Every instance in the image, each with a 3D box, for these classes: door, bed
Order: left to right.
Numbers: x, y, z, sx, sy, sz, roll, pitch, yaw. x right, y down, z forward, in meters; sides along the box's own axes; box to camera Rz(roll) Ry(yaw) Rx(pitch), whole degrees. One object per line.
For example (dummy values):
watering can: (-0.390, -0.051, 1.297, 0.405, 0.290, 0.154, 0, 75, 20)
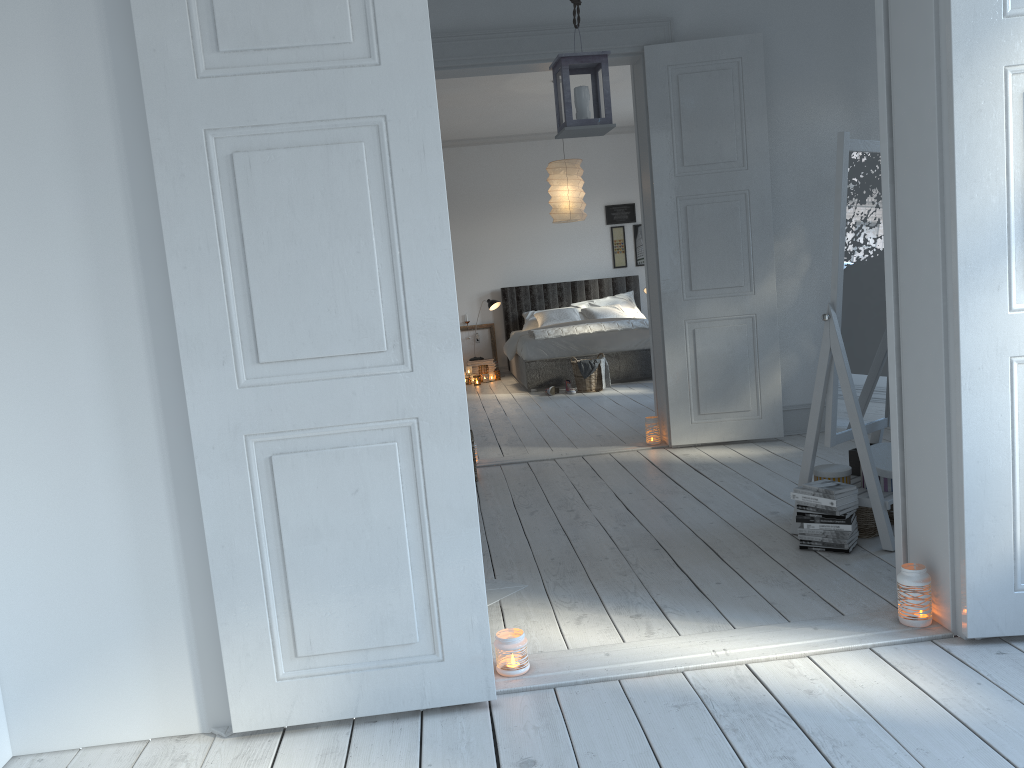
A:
door: (0.205, -0.799, 5.336, 2.598, 2.511, 0.576, -6, 7, -4)
bed: (0.841, -0.619, 9.784, 1.888, 1.049, 2.172, -6, 7, -4)
door: (0.460, -0.490, 2.353, 2.598, 2.511, 0.576, -6, 7, -4)

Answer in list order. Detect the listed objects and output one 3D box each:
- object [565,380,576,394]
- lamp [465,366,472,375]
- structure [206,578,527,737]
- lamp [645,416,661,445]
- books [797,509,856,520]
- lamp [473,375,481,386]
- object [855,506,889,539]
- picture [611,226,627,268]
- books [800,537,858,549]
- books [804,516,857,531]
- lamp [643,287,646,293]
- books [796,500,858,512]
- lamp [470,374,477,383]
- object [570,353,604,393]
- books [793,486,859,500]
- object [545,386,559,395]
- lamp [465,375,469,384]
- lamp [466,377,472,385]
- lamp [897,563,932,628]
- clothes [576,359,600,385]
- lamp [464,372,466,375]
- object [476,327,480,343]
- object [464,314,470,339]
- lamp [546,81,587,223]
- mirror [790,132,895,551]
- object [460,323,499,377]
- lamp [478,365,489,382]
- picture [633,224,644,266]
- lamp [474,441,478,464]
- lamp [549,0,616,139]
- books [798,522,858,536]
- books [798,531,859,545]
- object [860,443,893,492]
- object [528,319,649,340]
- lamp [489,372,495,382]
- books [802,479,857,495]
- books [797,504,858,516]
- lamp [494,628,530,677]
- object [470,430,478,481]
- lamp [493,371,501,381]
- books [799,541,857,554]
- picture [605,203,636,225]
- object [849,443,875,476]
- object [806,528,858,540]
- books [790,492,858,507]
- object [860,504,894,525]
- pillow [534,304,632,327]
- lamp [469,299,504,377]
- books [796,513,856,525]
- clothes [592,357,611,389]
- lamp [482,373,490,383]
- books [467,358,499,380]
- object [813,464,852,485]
object: (0.557, 0.029, 8.449, 0.083, 0.123, 0.222, -6, 7, -5)
lamp: (-0.493, -0.151, 10.118, 0.080, 0.099, 0.080, 0, 9, 39)
structure: (-0.766, -0.506, 2.794, 0.800, 2.834, 1.245, 1, 10, 40)
lamp: (0.875, 0.289, 5.513, 0.089, 0.167, 0.089, -7, 7, -12)
books: (1.163, 0.470, 3.274, 0.178, 0.016, 0.128, 0, 8, 38)
lamp: (-0.392, -0.040, 9.902, 0.081, 0.107, 0.081, -9, 8, -28)
object: (1.319, 0.506, 3.457, 0.185, 0.140, 0.295, -10, 8, -32)
picture: (1.310, -1.674, 10.841, 0.165, 0.505, 0.020, -6, 7, -4)
books: (1.177, 0.577, 3.290, 0.177, 0.016, 0.128, -1, 8, 36)
books: (1.179, 0.512, 3.282, 0.167, 0.022, 0.128, -2, 7, 30)
lamp: (1.902, -0.754, 10.647, 0.800, 0.938, 0.449, -8, 8, -22)
books: (1.164, 0.436, 3.274, 0.128, 0.016, 0.180, -9, 8, -33)
lamp: (-0.441, -0.057, 10.129, 0.081, 0.099, 0.080, -1, 8, 30)
object: (0.730, -0.105, 8.452, 0.319, 0.352, 0.318, -2, 8, 27)
books: (1.157, 0.393, 3.272, 0.132, 0.017, 0.186, -9, 7, -31)
object: (0.358, 0.062, 8.481, 0.120, 0.084, 0.222, -2, 7, 24)
lamp: (-0.531, -0.049, 10.128, 0.081, 0.099, 0.080, -1, 8, 30)
lamp: (-0.491, -0.031, 10.030, 0.067, 0.079, 0.069, 0, 9, 37)
lamp: (1.144, 0.599, 2.520, 0.089, 0.166, 0.089, -6, 7, -5)
clothes: (0.734, -0.102, 8.394, 0.246, 0.270, 0.297, -6, 7, -3)
lamp: (-0.565, -0.093, 10.556, 0.080, 0.099, 0.080, -10, 8, -33)
object: (-0.423, -0.614, 10.794, 0.062, 0.229, 0.062, -3, 8, 19)
object: (-0.539, -0.697, 10.789, 0.067, 0.321, 0.067, 2, 10, 44)
lamp: (0.457, -2.076, 7.924, 0.339, 1.234, 0.339, -2, 8, 27)
mirror: (1.367, -0.183, 3.400, 0.609, 1.492, 0.417, -11, 9, -39)
object: (-0.450, -0.402, 10.808, 0.528, 0.632, 0.082, -6, 7, -4)
lamp: (-0.322, -0.122, 10.205, 0.117, 0.189, 0.121, 0, 9, 38)
picture: (1.585, -1.702, 10.861, 0.165, 0.505, 0.020, -6, 7, -4)
lamp: (-0.258, 0.401, 5.418, 0.092, 0.180, 0.092, -8, 8, -21)
lamp: (0.244, -1.990, 3.837, 0.228, 1.766, 0.228, -6, 7, -7)
books: (1.171, 0.532, 3.288, 0.187, 0.017, 0.132, -1, 8, 33)
books: (1.175, 0.560, 3.291, 0.180, 0.016, 0.128, 0, 8, 40)
object: (1.437, 0.314, 3.363, 0.207, 0.159, 0.240, -5, 7, 3)
object: (0.900, -0.569, 8.944, 1.460, 0.104, 0.404, -6, 6, -4)
lamp: (-0.233, -0.080, 10.160, 0.081, 0.099, 0.080, -1, 8, 30)
books: (1.166, 0.378, 3.258, 0.111, 0.014, 0.156, -8, 7, -25)
books: (1.165, 0.452, 3.274, 0.128, 0.016, 0.176, -10, 8, -37)
lamp: (-0.001, 0.742, 2.451, 0.093, 0.110, 0.093, -4, 7, 13)
object: (-0.344, 0.417, 5.045, 0.270, 0.265, 0.223, -6, 7, -4)
lamp: (-0.172, -0.097, 10.231, 0.080, 0.107, 0.080, -10, 8, -32)
books: (1.174, 0.594, 3.290, 0.178, 0.016, 0.128, -1, 8, 34)
picture: (1.324, -2.069, 10.794, 0.365, 0.232, 0.020, -6, 7, -4)
object: (1.484, 0.311, 3.600, 0.165, 0.103, 0.155, -11, 9, -39)
object: (1.182, 0.545, 3.278, 0.156, 0.014, 0.111, 0, 8, 38)
books: (1.153, 0.414, 3.277, 0.128, 0.026, 0.200, -9, 8, -33)
object: (1.494, 0.476, 3.576, 0.185, 0.140, 0.295, -10, 8, -32)
pillow: (0.826, -0.776, 10.196, 1.146, 0.226, 0.415, -7, 7, -11)
lamp: (-0.466, -0.516, 10.471, 0.826, 0.938, 0.449, -4, 7, 13)
books: (1.163, 0.489, 3.285, 0.193, 0.022, 0.128, -2, 7, 28)
clothes: (0.762, -0.095, 8.435, 0.283, 0.289, 0.234, -1, 8, 35)
lamp: (-0.296, -0.067, 10.100, 0.081, 0.099, 0.080, -1, 8, 30)
books: (-0.339, -0.179, 10.530, 0.346, 0.233, 0.244, -5, 7, 4)
object: (1.247, 0.363, 3.450, 0.142, 0.075, 0.142, -8, 7, -20)
